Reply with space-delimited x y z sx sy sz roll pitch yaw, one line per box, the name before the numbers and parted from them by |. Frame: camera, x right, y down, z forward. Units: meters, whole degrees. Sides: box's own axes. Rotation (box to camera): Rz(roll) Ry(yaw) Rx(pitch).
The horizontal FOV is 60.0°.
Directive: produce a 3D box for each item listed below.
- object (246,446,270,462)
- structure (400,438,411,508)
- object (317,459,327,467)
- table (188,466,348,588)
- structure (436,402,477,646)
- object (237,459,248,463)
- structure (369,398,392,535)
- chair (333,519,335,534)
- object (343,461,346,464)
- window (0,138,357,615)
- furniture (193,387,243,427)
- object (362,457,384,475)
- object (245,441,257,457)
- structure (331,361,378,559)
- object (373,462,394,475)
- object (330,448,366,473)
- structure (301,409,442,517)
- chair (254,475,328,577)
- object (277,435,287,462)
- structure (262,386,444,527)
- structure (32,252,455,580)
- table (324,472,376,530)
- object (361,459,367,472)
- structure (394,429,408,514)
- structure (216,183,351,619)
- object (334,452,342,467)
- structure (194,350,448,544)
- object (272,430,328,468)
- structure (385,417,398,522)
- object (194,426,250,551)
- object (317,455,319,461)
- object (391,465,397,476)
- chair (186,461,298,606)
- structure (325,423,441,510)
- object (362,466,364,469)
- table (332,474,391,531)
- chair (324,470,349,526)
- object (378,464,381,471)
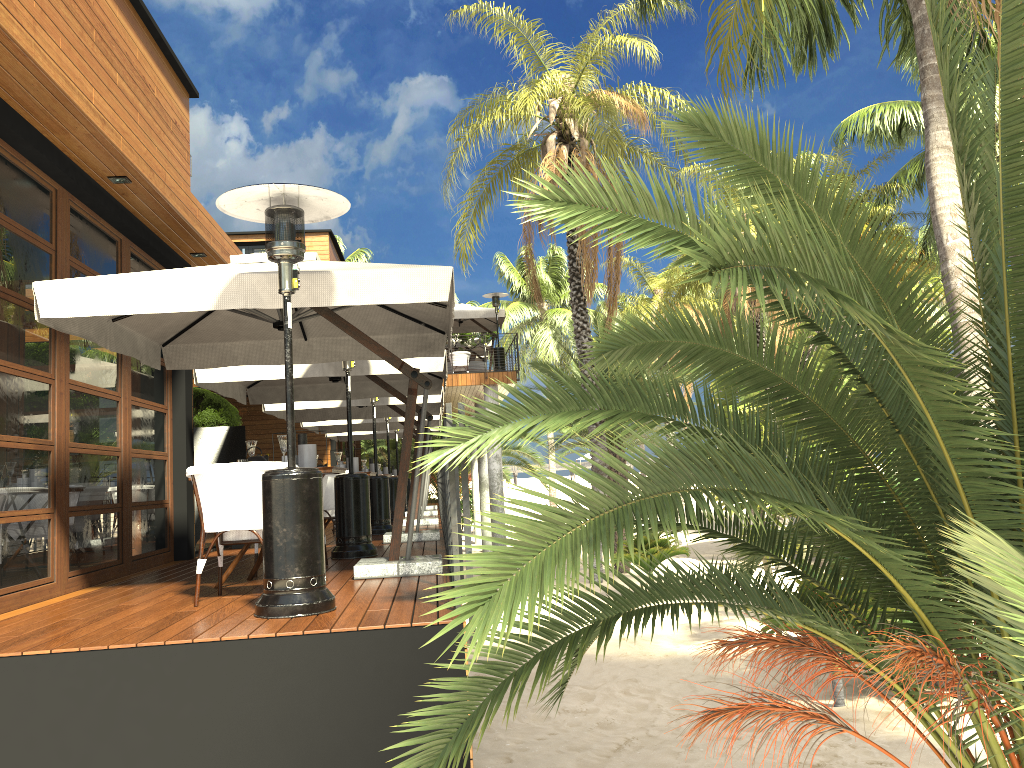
object | -1.764 0.519 6.118 0.168 0.179 0.162 -3 -7 -7
structure | -2.597 1.875 21.156 0.699 2.197 0.697 -1 -7 -17
object | -2.057 0.888 9.489 0.168 0.179 0.162 -3 -7 -7
table | -1.625 0.974 6.066 0.931 0.751 0.929 -3 -6 -5
structure | -1.408 2.084 17.223 0.163 1.156 26.208 -3 -6 -5
object | -1.790 0.544 5.892 0.086 0.086 0.086 -3 -6 -1
structure | -1.737 0.792 11.257 0.699 2.197 0.697 -1 -7 -17
chair | -2.172 1.607 12.007 0.627 0.790 0.615 -3 -7 -4
object | -2.443 1.255 13.044 0.082 0.227 0.082 -1 -7 -16
window | -9.893 -5.462 22.963 14.488 18.003 38.334 0 -7 -28
furniture | -6.430 1.382 16.586 2.616 2.729 2.688 -2 -7 -15
object | -2.053 1.198 12.862 0.263 0.264 0.263 -9 -8 39
object | -1.860 0.521 6.334 0.082 0.227 0.082 -3 -7 -4
structure | -1.445 0.425 7.898 0.699 2.197 0.697 -1 -7 -17
object | -2.342 1.562 16.191 0.263 0.264 0.263 -9 -8 39
object | -1.763 0.832 9.522 0.263 0.264 0.263 -9 -8 39
structure | -2.468 1.290 16.246 2.414 2.338 2.408 -3 -6 -5
chair | -1.698 1.041 6.839 0.627 0.790 0.615 -3 -7 -4
object | -1.518 0.455 5.900 0.082 0.227 0.082 -3 -7 -4
structure | -2.178 0.925 12.909 2.414 2.338 2.408 -3 -6 -5
structure | -1.598 0.195 6.235 2.414 2.338 2.408 -3 -6 -5
table | -1.916 1.340 9.412 0.931 0.751 0.929 -3 -6 -5
object | -2.101 1.189 12.610 0.082 0.227 0.082 -3 -7 -4
structure | -2.310 1.513 17.848 0.699 2.197 0.697 -1 -7 -17
structure | -1.161 0.067 4.631 0.699 2.197 0.697 -1 -7 -17
object | -1.811 0.824 9.270 0.082 0.227 0.082 -3 -7 -4
structure | -1.888 0.560 9.572 2.414 2.338 2.408 -3 -6 -5
object | -1.470 0.464 6.151 0.263 0.264 0.263 -9 -8 39
structure | -2.023 1.152 14.547 0.699 2.197 0.697 -1 -7 -17
object | -3.462 1.192 10.223 0.768 1.400 0.769 -1 -7 -21
object | -2.153 0.889 9.704 0.082 0.227 0.082 -3 -7 -4
object | -2.636 1.931 19.565 0.263 0.264 0.263 -9 -8 39
chair | -1.585 0.869 5.254 0.627 0.790 0.615 -3 -7 -4
structure | -2.759 1.656 19.583 2.414 2.338 2.408 -3 -6 -5
object | -2.732 1.619 16.374 0.082 0.227 0.082 -3 -7 -4
table | -2.207 1.706 12.759 0.931 0.751 0.929 -3 -6 -5
chair | -1.877 1.237 8.618 0.627 0.790 0.615 -3 -7 -4
object | -2.391 1.553 15.940 0.082 0.227 0.082 -3 -7 -4
